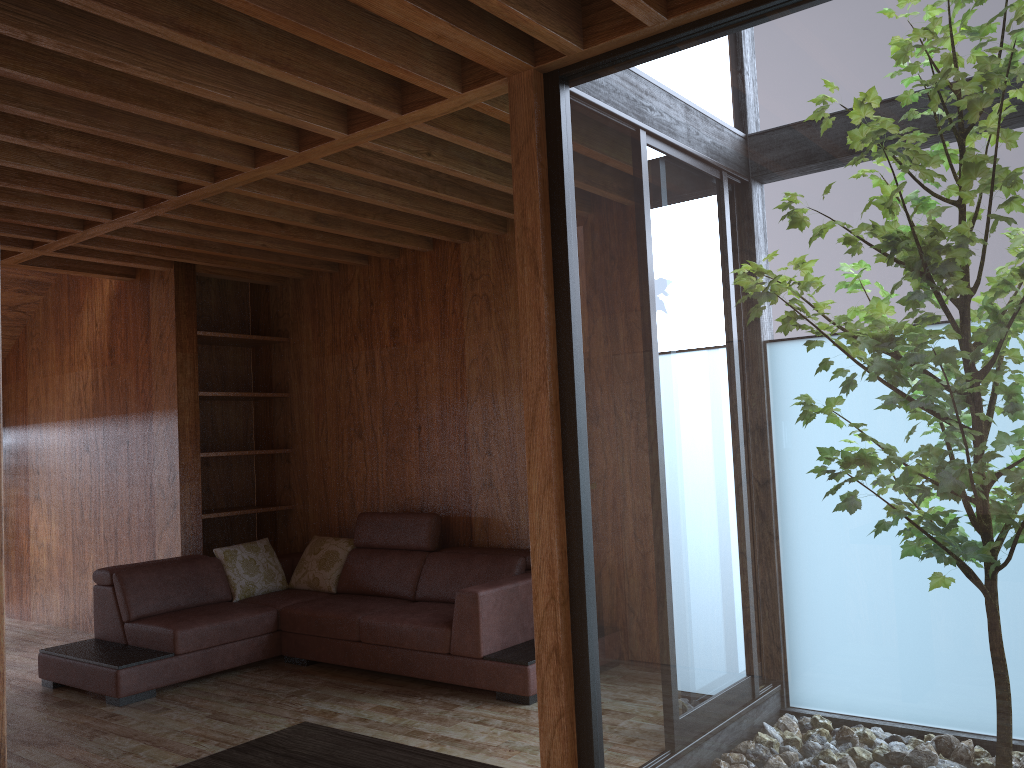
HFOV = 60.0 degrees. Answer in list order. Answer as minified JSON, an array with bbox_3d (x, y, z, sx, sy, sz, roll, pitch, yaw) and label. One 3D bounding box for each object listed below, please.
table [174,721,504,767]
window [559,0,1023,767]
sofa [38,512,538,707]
[{"bbox_3d":[0.137,0.813,0.590,1.659,0.715,0.706,-6,-5,37],"label":"table"},{"bbox_3d":[0.313,-0.898,2.135,13.860,5.130,4.137,-6,-4,37],"label":"window"},{"bbox_3d":[-0.961,1.100,4.516,2.485,0.759,1.713,-6,-5,37],"label":"sofa"}]
